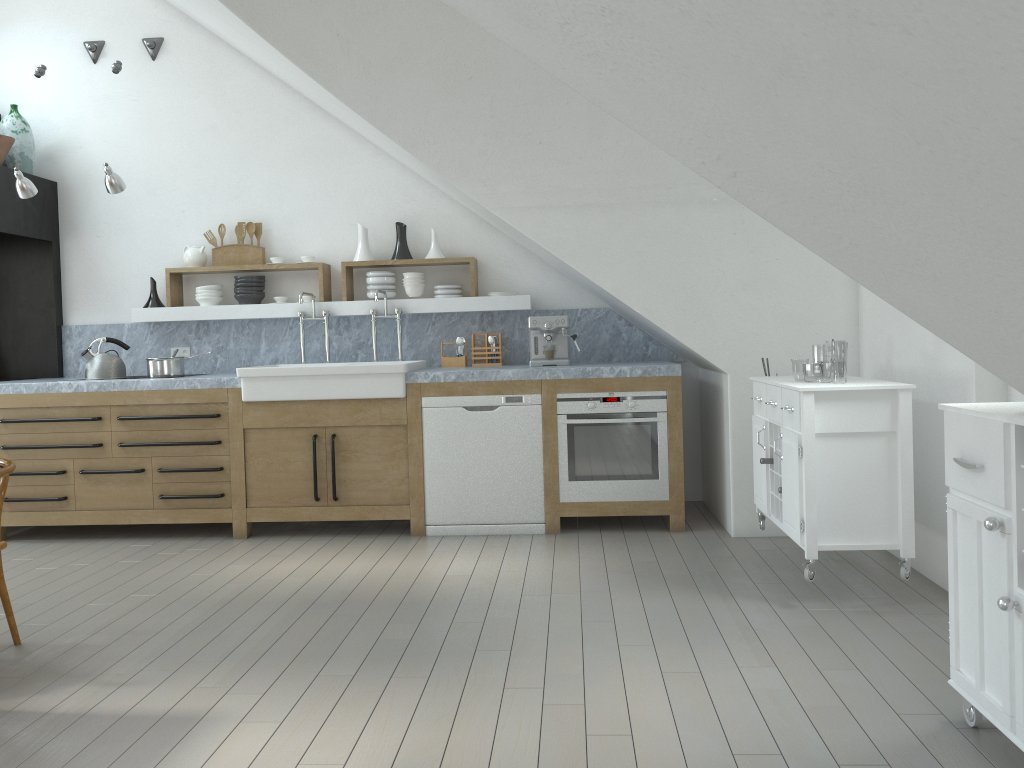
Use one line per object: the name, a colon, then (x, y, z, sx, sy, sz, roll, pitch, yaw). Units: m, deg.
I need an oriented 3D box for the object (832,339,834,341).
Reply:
object: (1.584, -0.137, 4.438, 0.054, 0.175, 0.039, -2, 1, 4)

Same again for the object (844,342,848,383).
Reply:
object: (1.449, -0.094, 3.890, 0.054, 0.179, 0.054, -2, 1, -19)

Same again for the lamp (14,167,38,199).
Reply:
lamp: (-2.990, -1.219, 5.416, 0.115, 0.178, 0.165, -1, 2, 22)

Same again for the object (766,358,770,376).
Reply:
object: (1.351, -0.002, 4.619, 0.029, 0.268, 0.088, -1, 2, 30)

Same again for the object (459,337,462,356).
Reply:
object: (-0.343, -0.215, 5.928, 0.018, 0.196, 0.023, -2, 1, -1)

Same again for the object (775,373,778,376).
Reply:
object: (1.382, 0.058, 4.627, 0.038, 0.262, 0.038, -1, 2, 37)

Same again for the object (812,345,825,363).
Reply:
object: (1.394, -0.094, 4.026, 0.048, 0.169, 0.048, -2, 1, -9)

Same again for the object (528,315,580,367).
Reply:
object: (0.268, -0.270, 5.611, 0.324, 0.320, 0.387, -2, 2, 4)

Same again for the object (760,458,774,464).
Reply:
object: (1.338, 0.367, 4.199, 0.317, 0.085, 0.082, -2, 2, 5)

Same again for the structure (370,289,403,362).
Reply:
structure: (-0.802, -0.348, 5.787, 0.214, 0.529, 0.333, -2, 2, -16)

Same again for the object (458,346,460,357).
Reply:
object: (-0.352, -0.215, 5.947, 0.018, 0.196, 0.020, -1, 1, 13)

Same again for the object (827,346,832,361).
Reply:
object: (1.586, -0.121, 4.427, 0.029, 0.137, 0.097, -2, 2, 7)

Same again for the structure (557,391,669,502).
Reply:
structure: (0.601, 0.347, 5.409, 0.632, 0.636, 0.631, -2, 2, 4)

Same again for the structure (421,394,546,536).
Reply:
structure: (-0.149, 0.462, 5.466, 0.724, 0.822, 0.599, -2, 2, 4)

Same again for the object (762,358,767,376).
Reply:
object: (1.354, -0.005, 4.674, 0.029, 0.268, 0.088, -2, 1, -23)

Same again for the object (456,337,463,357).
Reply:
object: (-0.343, -0.217, 5.909, 0.040, 0.192, 0.042, -1, 2, 40)

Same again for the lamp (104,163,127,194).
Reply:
lamp: (-2.414, -1.239, 5.373, 0.112, 0.176, 0.169, -2, 2, -4)

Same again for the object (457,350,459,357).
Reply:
object: (-0.361, -0.215, 5.941, 0.022, 0.196, 0.019, -2, 1, -8)

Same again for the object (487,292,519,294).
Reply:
object: (-0.062, -0.602, 5.977, 0.213, 0.025, 0.213, -2, 3, -9)

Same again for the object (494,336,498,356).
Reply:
object: (-0.121, -0.226, 5.964, 0.042, 0.192, 0.040, -3, 2, -37)

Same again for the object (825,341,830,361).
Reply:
object: (1.567, -0.133, 4.407, 0.024, 0.164, 0.039, -1, 1, 17)

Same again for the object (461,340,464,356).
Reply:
object: (-0.330, -0.205, 5.916, 0.019, 0.178, 0.044, -2, 1, -11)

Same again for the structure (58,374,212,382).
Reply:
structure: (-2.389, -0.023, 5.718, 0.737, 0.041, 0.648, -2, 3, 4)

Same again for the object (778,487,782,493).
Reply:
object: (1.365, 0.479, 4.000, 0.317, 0.083, 0.082, -2, 2, 3)

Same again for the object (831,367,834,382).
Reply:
object: (1.443, -0.055, 3.968, 0.093, 0.093, 0.094, -2, 2, -9)

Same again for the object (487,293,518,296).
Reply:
object: (-0.062, -0.593, 5.977, 0.213, 0.025, 0.213, -2, 3, -9)

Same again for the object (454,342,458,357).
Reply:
object: (-0.368, -0.204, 5.923, 0.044, 0.178, 0.019, -3, 1, -31)

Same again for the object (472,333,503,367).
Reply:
object: (-0.167, -0.232, 5.958, 0.200, 0.223, 0.104, -2, 2, 4)

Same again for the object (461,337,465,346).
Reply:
object: (-0.340, -0.219, 5.958, 0.040, 0.192, 0.042, -1, 2, 41)

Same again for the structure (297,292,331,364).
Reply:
structure: (-1.289, -0.335, 5.820, 0.214, 0.529, 0.333, -2, 2, -16)

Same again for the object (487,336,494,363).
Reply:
object: (-0.135, -0.224, 5.917, 0.042, 0.192, 0.040, -3, 2, -36)

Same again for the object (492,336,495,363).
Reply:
object: (-0.120, -0.221, 5.926, 0.018, 0.196, 0.020, -1, 1, 26)

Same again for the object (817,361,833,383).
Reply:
object: (1.381, -0.052, 3.901, 0.071, 0.098, 0.071, -1, 2, 27)

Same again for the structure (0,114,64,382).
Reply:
structure: (-3.768, -0.953, 5.948, 1.075, 1.883, 0.781, -2, 1, 4)

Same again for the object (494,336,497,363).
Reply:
object: (-0.110, -0.222, 5.929, 0.022, 0.196, 0.019, -2, 1, 5)

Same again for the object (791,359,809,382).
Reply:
object: (1.320, -0.061, 4.059, 0.081, 0.105, 0.082, -1, 2, 17)

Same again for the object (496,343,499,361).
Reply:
object: (-0.099, -0.214, 5.946, 0.044, 0.178, 0.019, -2, 1, -19)

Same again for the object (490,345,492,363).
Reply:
object: (-0.134, -0.213, 5.961, 0.019, 0.178, 0.044, -2, 1, 1)

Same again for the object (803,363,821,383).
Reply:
object: (1.351, -0.048, 3.978, 0.077, 0.085, 0.077, -2, 2, -9)

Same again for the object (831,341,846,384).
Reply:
object: (1.414, -0.094, 3.836, 0.063, 0.187, 0.063, -2, 1, -11)

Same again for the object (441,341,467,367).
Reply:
object: (-0.388, -0.200, 5.963, 0.173, 0.171, 0.100, -2, 2, 6)

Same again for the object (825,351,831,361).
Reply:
object: (1.579, -0.101, 4.429, 0.067, 0.137, 0.101, -2, 2, 4)
